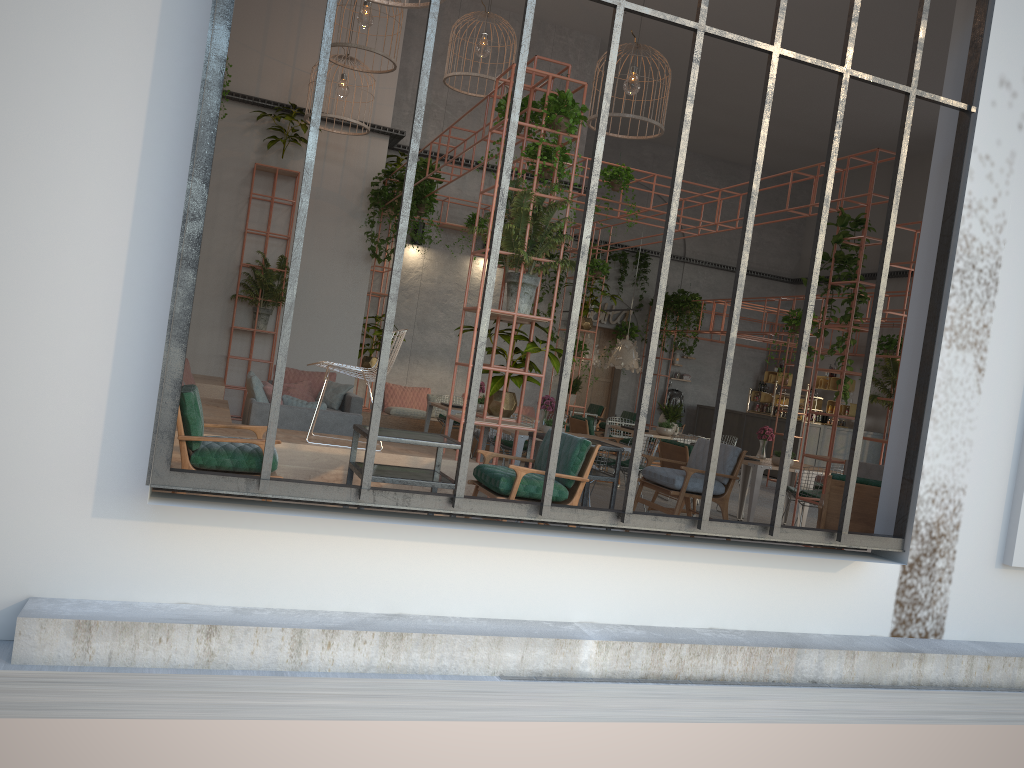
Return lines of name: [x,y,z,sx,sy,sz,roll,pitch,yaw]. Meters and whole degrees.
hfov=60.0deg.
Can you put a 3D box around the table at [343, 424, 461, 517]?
table: [-0.716,0.717,5.681,0.635,0.798,0.602,8,1,-19]

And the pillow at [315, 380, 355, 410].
pillow: [-2.350,0.143,11.541,0.495,0.349,0.308,9,1,31]

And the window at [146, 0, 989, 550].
window: [0.765,-2.033,4.401,4.126,5.544,0.089,8,1,-19]

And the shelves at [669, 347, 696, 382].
shelves: [4.194,-0.473,21.799,0.560,0.790,0.186,8,1,-19]

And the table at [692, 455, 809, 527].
table: [2.798,1.312,10.527,0.694,0.830,1.205,8,1,-19]

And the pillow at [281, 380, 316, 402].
pillow: [-2.793,0.100,11.447,0.479,0.317,0.441,7,2,-38]

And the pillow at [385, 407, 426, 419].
pillow: [-1.653,0.456,13.990,0.637,0.149,0.491,8,1,-18]

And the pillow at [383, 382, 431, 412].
pillow: [-1.692,0.252,14.410,0.839,0.474,0.276,8,1,-29]

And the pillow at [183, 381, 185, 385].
pillow: [-3.735,0.025,9.912,0.289,0.385,0.666,8,1,-24]

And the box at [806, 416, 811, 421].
box: [6.801,0.795,20.326,0.058,0.093,0.122,8,1,-19]

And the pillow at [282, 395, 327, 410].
pillow: [-1.980,0.294,8.575,0.499,0.324,0.307,9,1,16]

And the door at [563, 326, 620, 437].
door: [1.748,-0.063,21.877,1.360,2.729,0.551,8,1,-19]

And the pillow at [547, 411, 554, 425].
pillow: [0.606,0.560,15.832,0.276,0.474,0.839,8,1,-29]

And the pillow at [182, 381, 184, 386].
pillow: [-3.534,0.021,9.269,0.276,0.474,0.839,8,1,-29]

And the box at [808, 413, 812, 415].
box: [6.851,0.708,20.340,0.058,0.093,0.122,8,1,-8]

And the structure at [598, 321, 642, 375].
structure: [2.644,-0.993,21.455,0.950,1.527,0.921,8,1,-21]

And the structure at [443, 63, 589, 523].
structure: [0.081,-0.610,6.878,0.748,3.623,0.722,8,1,-19]

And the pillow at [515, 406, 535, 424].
pillow: [0.111,0.552,15.017,0.666,0.385,0.289,8,1,-24]

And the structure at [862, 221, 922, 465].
structure: [4.162,0.135,9.405,0.624,3.602,0.424,8,1,-19]

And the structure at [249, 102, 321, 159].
structure: [-3.151,-3.575,12.481,0.934,0.803,0.903,9,2,43]

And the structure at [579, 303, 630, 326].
structure: [2.196,-1.690,21.153,1.312,0.505,0.063,8,1,-19]

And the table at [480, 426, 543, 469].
table: [0.124,0.926,9.649,0.694,0.830,1.205,8,1,-19]

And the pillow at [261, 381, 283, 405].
pillow: [-2.330,0.190,8.700,0.289,0.385,0.666,8,1,-19]

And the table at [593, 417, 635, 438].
table: [1.858,1.071,16.382,0.635,0.798,0.602,8,1,-19]

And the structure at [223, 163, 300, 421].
structure: [-3.601,-1.274,12.642,0.624,3.596,0.424,8,1,-19]

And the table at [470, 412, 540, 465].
table: [-0.098,0.834,12.465,0.694,0.830,1.214,8,1,-19]

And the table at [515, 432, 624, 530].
table: [0.465,0.855,7.338,0.635,0.798,0.602,8,1,-19]

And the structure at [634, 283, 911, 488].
structure: [7.023,0.408,15.295,4.157,4.247,14.689,8,1,-19]

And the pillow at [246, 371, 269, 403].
pillow: [-2.470,0.138,8.663,0.276,0.474,0.839,8,1,-19]

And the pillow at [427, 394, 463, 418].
pillow: [-1.090,0.385,14.600,0.666,0.385,0.289,8,1,-24]

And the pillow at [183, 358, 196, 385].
pillow: [-3.943,-0.064,10.480,0.276,0.474,0.839,8,1,1]

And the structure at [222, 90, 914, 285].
structure: [2.602,-3.091,13.256,15.603,0.110,15.203,8,1,-19]

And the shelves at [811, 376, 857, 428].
shelves: [7.079,0.764,19.897,0.328,1.838,1.750,8,1,-19]

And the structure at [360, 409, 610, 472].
structure: [-1.351,0.740,16.852,4.386,0.500,5.831,8,1,-19]

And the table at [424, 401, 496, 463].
table: [-0.749,0.744,12.235,0.694,0.830,1.205,8,1,-19]

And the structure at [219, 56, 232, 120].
structure: [-3.117,-3.310,8.854,0.670,1.290,1.434,8,1,-19]

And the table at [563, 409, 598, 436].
table: [1.298,0.954,18.041,0.635,0.798,0.602,8,1,-19]

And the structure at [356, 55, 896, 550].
structure: [-0.474,-1.232,14.332,4.501,4.345,14.096,8,1,-20]

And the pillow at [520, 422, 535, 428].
pillow: [0.282,0.724,14.662,0.637,0.149,0.491,8,1,-18]

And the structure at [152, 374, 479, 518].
structure: [-2.639,0.217,8.579,3.396,1.111,9.152,8,1,-19]

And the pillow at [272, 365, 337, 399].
pillow: [-2.758,0.033,11.737,0.836,0.476,0.273,8,1,-19]

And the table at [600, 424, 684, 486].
table: [1.895,1.111,13.153,0.694,0.830,1.205,8,1,-19]

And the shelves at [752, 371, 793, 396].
shelves: [6.466,0.636,21.712,0.328,1.838,1.750,8,1,-19]

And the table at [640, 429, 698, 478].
table: [2.546,1.202,13.384,0.694,0.830,1.214,8,1,-19]

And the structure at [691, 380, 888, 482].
structure: [6.327,1.019,20.079,2.579,2.022,4.057,8,1,-19]

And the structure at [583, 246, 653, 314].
structure: [2.356,-2.511,21.036,1.939,1.514,0.856,8,1,-25]

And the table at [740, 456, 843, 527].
table: [3.449,1.402,10.758,0.694,0.830,1.214,8,1,-19]

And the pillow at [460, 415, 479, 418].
pillow: [-0.671,0.592,14.331,0.637,0.149,0.491,8,1,-18]

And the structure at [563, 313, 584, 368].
structure: [1.424,-1.181,20.985,0.921,1.527,0.950,9,1,14]

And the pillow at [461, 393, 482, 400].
pillow: [-0.478,0.422,14.786,0.839,0.474,0.276,8,1,1]

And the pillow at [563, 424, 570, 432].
pillow: [0.941,0.791,16.075,0.491,0.149,0.637,8,1,-18]

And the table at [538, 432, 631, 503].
table: [0.773,1.017,9.879,0.694,0.830,1.214,8,1,-19]
